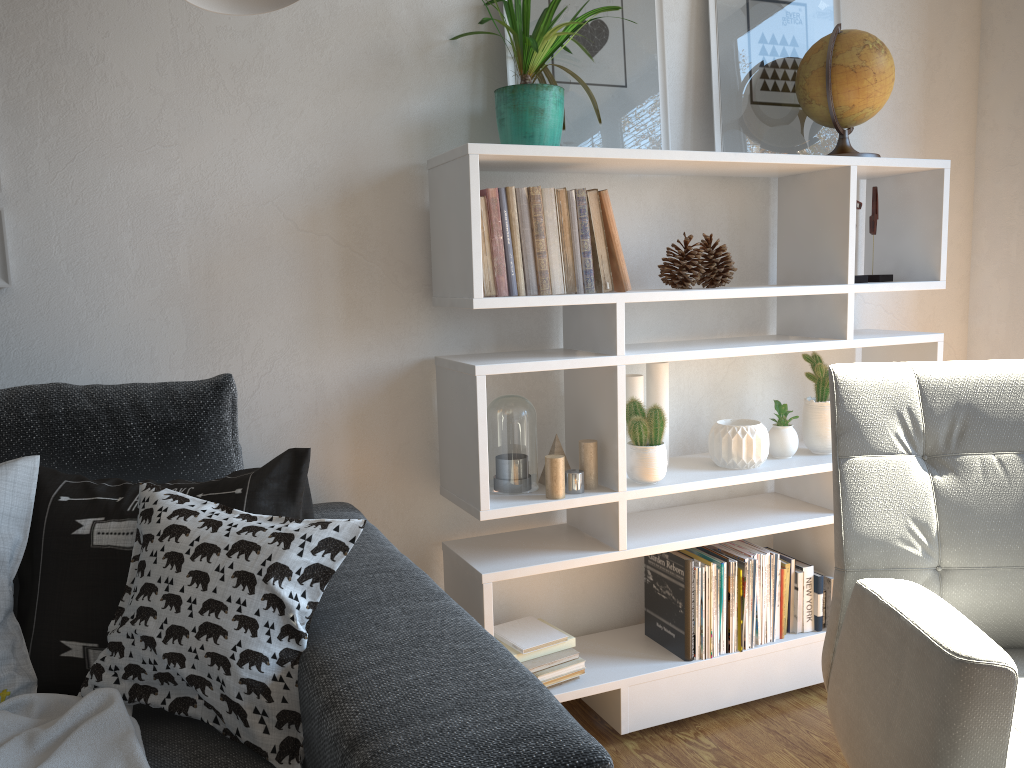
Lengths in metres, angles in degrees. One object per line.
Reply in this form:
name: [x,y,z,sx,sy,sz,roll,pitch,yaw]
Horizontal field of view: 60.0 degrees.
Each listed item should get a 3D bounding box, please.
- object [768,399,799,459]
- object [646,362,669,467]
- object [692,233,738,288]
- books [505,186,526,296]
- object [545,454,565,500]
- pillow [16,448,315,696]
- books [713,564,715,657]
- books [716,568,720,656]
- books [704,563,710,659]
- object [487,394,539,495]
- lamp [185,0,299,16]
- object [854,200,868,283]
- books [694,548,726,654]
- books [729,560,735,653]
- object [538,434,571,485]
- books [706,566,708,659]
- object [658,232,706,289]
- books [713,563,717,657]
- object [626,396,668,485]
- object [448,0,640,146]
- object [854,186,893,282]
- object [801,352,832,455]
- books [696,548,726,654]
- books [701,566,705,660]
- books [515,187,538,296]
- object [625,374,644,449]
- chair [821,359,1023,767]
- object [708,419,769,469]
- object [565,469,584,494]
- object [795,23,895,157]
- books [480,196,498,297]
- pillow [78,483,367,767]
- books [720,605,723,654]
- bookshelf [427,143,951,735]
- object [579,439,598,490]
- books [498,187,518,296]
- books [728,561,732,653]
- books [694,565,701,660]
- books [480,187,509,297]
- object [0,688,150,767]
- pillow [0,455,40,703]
object: [0.634,0.104,2.076,0.072,0.137,0.072,-9,10,-42]
object: [0.331,0.069,2.014,0.051,0.238,0.051,-2,8,-5]
object: [0.447,-0.272,1.967,0.101,0.125,0.096,-3,8,-8]
books: [-0.016,-0.277,1.749,0.035,0.210,0.128,-5,8,-23]
object: [0.040,0.179,1.815,0.176,0.084,0.078,3,9,35]
pillow: [-0.485,0.267,1.255,0.449,0.359,0.233,-1,8,3]
books: [0.405,0.487,2.007,0.006,0.211,0.174,-5,8,-23]
books: [0.415,0.491,2.010,0.006,0.198,0.170,-5,8,-24]
books: [0.394,0.487,1.999,0.006,0.209,0.170,-5,8,-23]
object: [-0.001,0.120,1.835,0.108,0.198,0.108,-3,8,-12]
lamp: [-0.478,-0.843,1.285,0.200,0.671,0.697,-6,9,-32]
object: [0.767,-0.347,2.104,0.134,0.218,0.066,-3,8,-8]
books: [0.431,0.483,2.018,0.005,0.212,0.174,-5,8,-23]
books: [0.452,0.483,2.024,0.006,0.209,0.170,-5,8,-23]
object: [0.095,0.158,1.872,0.062,0.108,0.062,-5,8,-23]
books: [0.389,0.488,1.999,0.005,0.209,0.170,-5,8,-23]
object: [0.372,-0.268,1.938,0.102,0.127,0.094,1,8,22]
books: [0.410,0.487,2.009,0.006,0.211,0.174,-5,8,-23]
object: [0.281,0.122,1.858,0.088,0.173,0.087,-3,8,-7]
object: [0.048,-0.642,1.751,0.424,0.372,0.387,-7,9,-36]
object: [0.884,-0.364,2.164,0.075,0.231,0.066,-9,10,-43]
object: [0.742,0.048,2.107,0.097,0.236,0.098,-7,9,-35]
books: [0.434,0.483,2.022,0.006,0.209,0.170,-5,8,-23]
books: [0.381,0.488,1.994,0.007,0.211,0.170,-5,8,-23]
books: [0.004,-0.278,1.759,0.044,0.209,0.136,-5,8,-23]
object: [0.270,0.086,1.985,0.051,0.213,0.051,-4,8,-17]
chair: [0.754,0.410,1.217,0.545,0.833,0.683,-1,7,2]
object: [0.514,0.135,2.010,0.134,0.098,0.132,4,9,37]
object: [0.127,0.199,1.801,0.040,0.044,0.040,-1,7,3]
object: [0.769,-0.666,2.054,0.217,0.306,0.215,-2,8,-6]
books: [-0.075,-0.263,1.720,0.047,0.192,0.123,-5,8,-23]
pillow: [-0.361,0.297,1.115,0.358,0.313,0.169,1,8,17]
books: [0.426,0.484,2.018,0.005,0.209,0.170,-5,8,-23]
bookshelf: [0.436,0.110,2.004,1.189,1.203,0.237,-5,8,-23]
object: [0.158,0.166,1.830,0.039,0.099,0.039,-5,9,-27]
books: [-0.032,-0.274,1.745,0.033,0.210,0.136,-5,8,-22]
books: [0.447,0.483,2.024,0.005,0.209,0.170,-5,8,-23]
books: [0.371,0.487,1.993,0.005,0.212,0.174,-5,8,-23]
books: [-0.052,-0.274,1.734,0.043,0.206,0.128,-5,8,-23]
object: [-0.565,0.502,0.802,0.488,0.212,0.605,-5,8,-27]
pillow: [-0.793,0.282,1.097,0.382,0.319,0.265,-5,8,-23]
